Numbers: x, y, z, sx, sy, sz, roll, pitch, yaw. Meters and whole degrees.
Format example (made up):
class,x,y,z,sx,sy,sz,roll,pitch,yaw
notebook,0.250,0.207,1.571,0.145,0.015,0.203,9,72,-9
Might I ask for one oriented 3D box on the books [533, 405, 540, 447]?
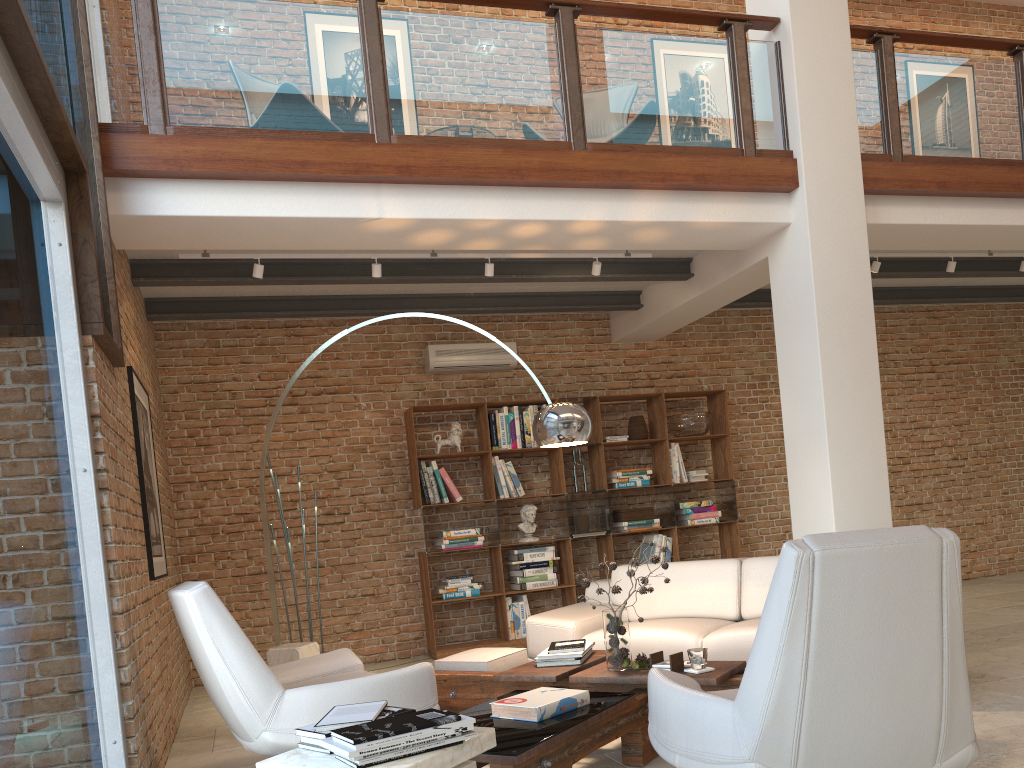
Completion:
class,x,y,z,sx,sy,sz,roll,pitch,yaw
books,0.193,0.400,7.904,0.036,0.381,0.246,-6,-1,-18

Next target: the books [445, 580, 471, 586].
class,x,y,z,sx,sy,sz,roll,pitch,yaw
books,-0.478,1.754,7.704,0.205,0.033,0.134,-3,-9,-17

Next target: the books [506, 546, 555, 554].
class,x,y,z,sx,sy,sz,roll,pitch,yaw
books,0.167,1.505,7.891,0.378,0.036,0.248,-3,-9,-17

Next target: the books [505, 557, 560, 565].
class,x,y,z,sx,sy,sz,roll,pitch,yaw
books,0.177,1.596,7.879,0.442,0.020,0.276,-3,-9,-17

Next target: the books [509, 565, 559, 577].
class,x,y,z,sx,sy,sz,roll,pitch,yaw
books,0.197,1.694,7.884,0.378,0.064,0.248,0,-10,-31

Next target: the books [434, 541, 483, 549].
class,x,y,z,sx,sy,sz,roll,pitch,yaw
books,-0.473,1.418,7.681,0.378,0.036,0.248,-2,-10,-22

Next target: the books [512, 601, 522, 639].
class,x,y,z,sx,sy,sz,roll,pitch,yaw
books,0.009,2.119,7.837,0.057,0.327,0.257,-6,-2,-18

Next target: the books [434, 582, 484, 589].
class,x,y,z,sx,sy,sz,roll,pitch,yaw
books,-0.467,1.775,7.683,0.378,0.018,0.248,-1,-10,-25

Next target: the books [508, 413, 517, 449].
class,x,y,z,sx,sy,sz,roll,pitch,yaw
books,-0.031,0.439,7.845,0.055,0.327,0.257,-6,-2,-18

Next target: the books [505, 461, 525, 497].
class,x,y,z,sx,sy,sz,roll,pitch,yaw
books,-0.006,0.863,7.835,0.157,0.327,0.257,-5,-2,-18

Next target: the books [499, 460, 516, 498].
class,x,y,z,sx,sy,sz,roll,pitch,yaw
books,-0.075,0.858,7.819,0.124,0.346,0.275,-6,-2,-18

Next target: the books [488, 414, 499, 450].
class,x,y,z,sx,sy,sz,roll,pitch,yaw
books,-0.194,0.447,7.795,0.055,0.327,0.257,-6,-2,-18

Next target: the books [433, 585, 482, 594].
class,x,y,z,sx,sy,sz,roll,pitch,yaw
books,-0.482,1.805,7.689,0.378,0.036,0.248,-3,-9,-17

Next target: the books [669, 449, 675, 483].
class,x,y,z,sx,sy,sz,roll,pitch,yaw
books,1.451,0.794,8.285,0.055,0.327,0.257,-6,-2,-18

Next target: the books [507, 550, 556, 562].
class,x,y,z,sx,sy,sz,roll,pitch,yaw
books,0.175,1.556,7.898,0.378,0.064,0.248,-2,-9,-23

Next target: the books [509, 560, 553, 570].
class,x,y,z,sx,sy,sz,roll,pitch,yaw
books,0.168,1.632,7.864,0.325,0.055,0.259,-2,-9,-23

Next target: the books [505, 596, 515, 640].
class,x,y,z,sx,sy,sz,roll,pitch,yaw
books,-0.040,2.096,7.831,0.036,0.381,0.246,-6,-1,-18

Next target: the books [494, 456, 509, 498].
class,x,y,z,sx,sy,sz,roll,pitch,yaw
books,-0.124,0.842,7.793,0.103,0.381,0.246,-6,-1,-18

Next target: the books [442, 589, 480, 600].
class,x,y,z,sx,sy,sz,roll,pitch,yaw
books,-0.455,1.849,7.688,0.326,0.055,0.258,-4,-9,-8

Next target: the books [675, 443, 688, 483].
class,x,y,z,sx,sy,sz,roll,pitch,yaw
books,1.566,0.765,8.344,0.101,0.381,0.246,-6,-1,-18

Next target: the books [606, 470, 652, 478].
class,x,y,z,sx,sy,sz,roll,pitch,yaw
books,1.087,0.846,8.161,0.378,0.036,0.248,-2,-10,-24

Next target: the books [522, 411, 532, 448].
class,x,y,z,sx,sy,sz,roll,pitch,yaw
books,0.101,0.429,7.860,0.055,0.327,0.257,-6,-2,-18

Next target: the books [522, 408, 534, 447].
class,x,y,z,sx,sy,sz,roll,pitch,yaw
books,0.132,0.416,7.885,0.020,0.356,0.275,-6,-2,-18

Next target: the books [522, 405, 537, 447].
class,x,y,z,sx,sy,sz,roll,pitch,yaw
books,0.154,0.404,7.906,0.036,0.381,0.246,-6,-1,-18

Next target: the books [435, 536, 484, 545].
class,x,y,z,sx,sy,sz,roll,pitch,yaw
books,-0.464,1.380,7.677,0.378,0.036,0.248,-2,-10,-24

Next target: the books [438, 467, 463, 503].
class,x,y,z,sx,sy,sz,roll,pitch,yaw
books,-0.570,0.897,7.685,0.194,0.316,0.257,-5,-3,-18

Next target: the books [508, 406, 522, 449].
class,x,y,z,sx,sy,sz,roll,pitch,yaw
books,0.017,0.406,7.839,0.036,0.381,0.246,-6,-1,-18

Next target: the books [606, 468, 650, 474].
class,x,y,z,sx,sy,sz,roll,pitch,yaw
books,1.076,0.821,8.179,0.354,0.020,0.276,-2,-10,-19

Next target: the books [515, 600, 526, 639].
class,x,y,z,sx,sy,sz,roll,pitch,yaw
books,0.065,2.115,7.848,0.055,0.327,0.257,-6,-2,-18

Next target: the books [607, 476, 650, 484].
class,x,y,z,sx,sy,sz,roll,pitch,yaw
books,1.070,0.905,8.175,0.378,0.036,0.248,-3,-9,-17

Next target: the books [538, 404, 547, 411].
class,x,y,z,sx,sy,sz,roll,pitch,yaw
books,0.282,0.396,7.932,0.036,0.381,0.246,-6,-1,-18

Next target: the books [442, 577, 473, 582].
class,x,y,z,sx,sy,sz,roll,pitch,yaw
books,-0.488,1.729,7.708,0.235,0.018,0.174,-1,-10,-24

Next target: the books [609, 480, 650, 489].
class,x,y,z,sx,sy,sz,roll,pitch,yaw
books,1.097,0.948,8.175,0.326,0.055,0.258,-4,-9,-8

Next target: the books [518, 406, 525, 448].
class,x,y,z,sx,sy,sz,roll,pitch,yaw
books,0.049,0.407,7.860,0.036,0.381,0.246,-6,-1,-18

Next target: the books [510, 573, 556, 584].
class,x,y,z,sx,sy,sz,roll,pitch,yaw
books,0.187,1.756,7.898,0.361,0.055,0.287,-3,-9,-15

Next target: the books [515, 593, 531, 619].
class,x,y,z,sx,sy,sz,roll,pitch,yaw
books,0.115,2.088,7.887,0.079,0.382,0.246,-6,-1,-18

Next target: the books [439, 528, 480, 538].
class,x,y,z,sx,sy,sz,roll,pitch,yaw
books,-0.470,1.317,7.694,0.325,0.055,0.259,-3,-9,-15

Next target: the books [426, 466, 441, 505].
class,x,y,z,sx,sy,sz,roll,pitch,yaw
books,-0.713,0.898,7.649,0.102,0.331,0.257,-6,-2,-18

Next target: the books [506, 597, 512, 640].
class,x,y,z,sx,sy,sz,roll,pitch,yaw
books,-0.070,2.095,7.805,0.036,0.381,0.246,-6,-1,-18

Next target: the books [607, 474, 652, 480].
class,x,y,z,sx,sy,sz,roll,pitch,yaw
books,1.085,0.875,8.170,0.378,0.018,0.248,-1,-10,-25

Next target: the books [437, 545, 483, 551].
class,x,y,z,sx,sy,sz,roll,pitch,yaw
books,-0.463,1.448,7.690,0.354,0.020,0.276,-3,-9,-17

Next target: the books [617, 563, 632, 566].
class,x,y,z,sx,sy,sz,roll,pitch,yaw
books,1.050,1.705,8.178,0.132,0.033,0.209,-2,-9,-23

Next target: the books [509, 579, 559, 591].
class,x,y,z,sx,sy,sz,roll,pitch,yaw
books,0.199,1.812,7.881,0.378,0.064,0.248,-2,-9,-23

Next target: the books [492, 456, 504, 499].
class,x,y,z,sx,sy,sz,roll,pitch,yaw
books,-0.167,0.847,7.805,0.101,0.381,0.246,-6,-1,-18

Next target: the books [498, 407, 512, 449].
class,x,y,z,sx,sy,sz,roll,pitch,yaw
books,-0.074,0.412,7.817,0.036,0.381,0.246,-6,-1,-18

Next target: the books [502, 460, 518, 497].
class,x,y,z,sx,sy,sz,roll,pitch,yaw
books,-0.057,0.859,7.834,0.124,0.346,0.275,-6,-2,-18

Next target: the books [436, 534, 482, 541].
class,x,y,z,sx,sy,sz,roll,pitch,yaw
books,-0.475,1.356,7.694,0.354,0.020,0.276,-2,-10,-19

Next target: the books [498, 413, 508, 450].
class,x,y,z,sx,sy,sz,roll,pitch,yaw
books,-0.115,0.440,7.800,0.055,0.327,0.257,-6,-2,-18

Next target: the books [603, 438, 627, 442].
class,x,y,z,sx,sy,sz,roll,pitch,yaw
books,0.946,0.529,8.075,0.205,0.033,0.134,-3,-9,-17

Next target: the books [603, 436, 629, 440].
class,x,y,z,sx,sy,sz,roll,pitch,yaw
books,0.936,0.504,8.079,0.235,0.018,0.174,-1,-10,-24

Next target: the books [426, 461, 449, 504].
class,x,y,z,sx,sy,sz,roll,pitch,yaw
books,-0.653,0.867,7.634,0.120,0.379,0.246,-6,-2,-18

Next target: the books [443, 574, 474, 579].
class,x,y,z,sx,sy,sz,roll,pitch,yaw
books,-0.476,1.699,7.691,0.251,0.017,0.165,-3,-9,-17

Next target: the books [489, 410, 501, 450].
class,x,y,z,sx,sy,sz,roll,pitch,yaw
books,-0.158,0.431,7.804,0.020,0.356,0.275,-6,-2,-18
